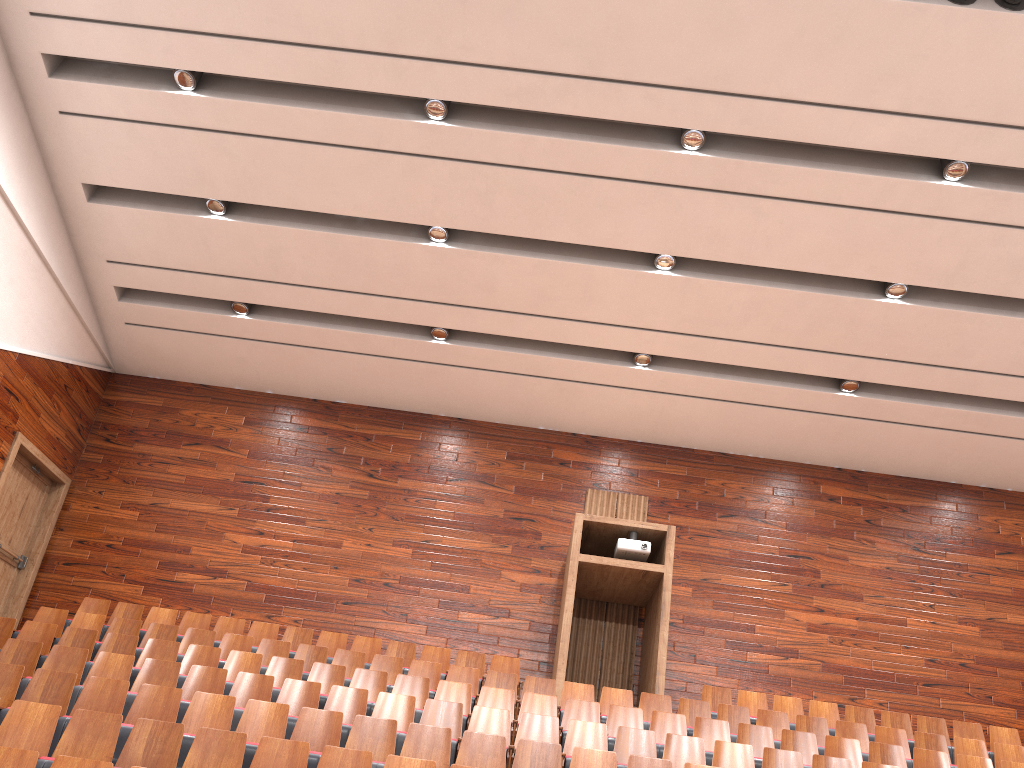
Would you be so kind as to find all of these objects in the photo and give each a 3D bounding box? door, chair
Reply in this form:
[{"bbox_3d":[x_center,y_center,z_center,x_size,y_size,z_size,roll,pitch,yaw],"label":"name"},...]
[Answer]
[{"bbox_3d":[-0.617,0.194,1.068,0.024,0.228,0.147,8,-26,3],"label":"door"},{"bbox_3d":[0.088,0.274,0.526,1.182,0.355,0.812,7,-28,2],"label":"chair"}]

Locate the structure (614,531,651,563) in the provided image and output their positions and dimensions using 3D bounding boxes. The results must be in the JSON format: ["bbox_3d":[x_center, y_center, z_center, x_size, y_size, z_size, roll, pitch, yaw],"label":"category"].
[{"bbox_3d":[0.141,0.186,1.024,0.038,0.030,0.043,7,-28,3],"label":"structure"}]

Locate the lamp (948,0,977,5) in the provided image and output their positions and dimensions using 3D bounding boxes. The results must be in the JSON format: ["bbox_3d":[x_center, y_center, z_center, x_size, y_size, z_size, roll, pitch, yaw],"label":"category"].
[{"bbox_3d":[0.386,-0.347,0.738,0.031,0.030,0.047,7,-28,3],"label":"lamp"}]

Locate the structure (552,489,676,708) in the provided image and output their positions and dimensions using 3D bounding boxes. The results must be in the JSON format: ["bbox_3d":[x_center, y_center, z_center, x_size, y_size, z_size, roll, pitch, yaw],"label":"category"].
[{"bbox_3d":[0.121,0.251,1.059,0.117,0.312,0.151,8,-25,3],"label":"structure"}]

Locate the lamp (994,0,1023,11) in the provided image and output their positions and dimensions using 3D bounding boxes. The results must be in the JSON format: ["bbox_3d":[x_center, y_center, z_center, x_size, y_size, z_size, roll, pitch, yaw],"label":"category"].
[{"bbox_3d":[0.429,-0.341,0.736,0.031,0.030,0.047,7,-28,3],"label":"lamp"}]
